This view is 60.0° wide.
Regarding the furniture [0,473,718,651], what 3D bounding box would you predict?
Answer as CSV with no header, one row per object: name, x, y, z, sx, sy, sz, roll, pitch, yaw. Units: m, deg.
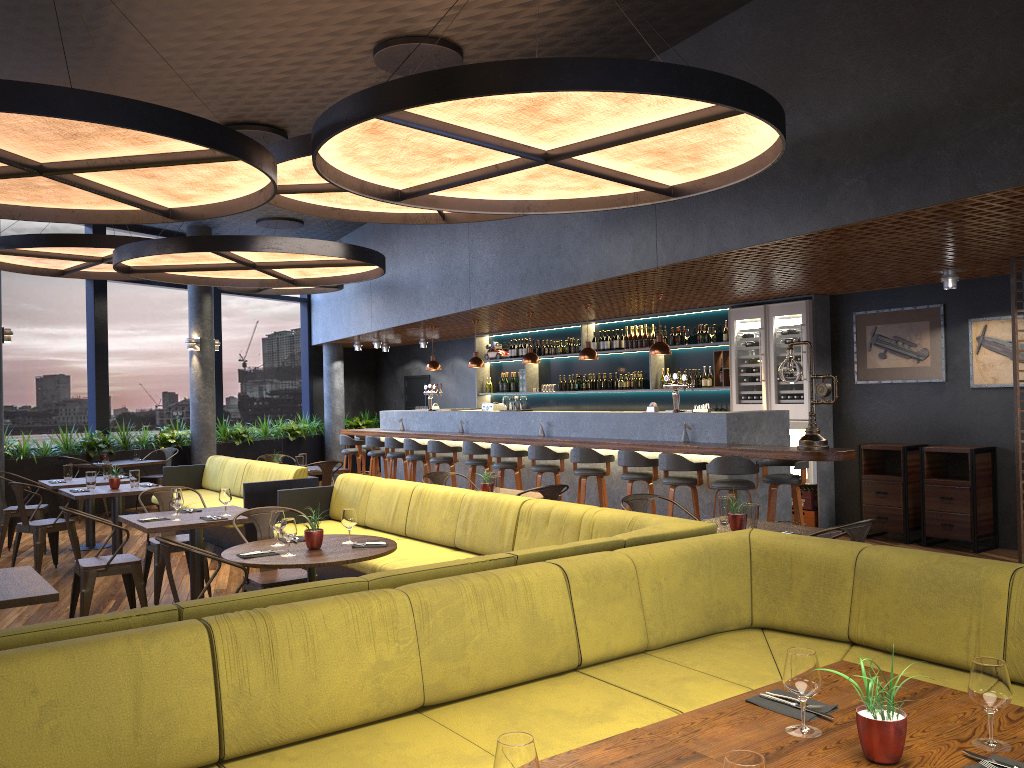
furniture,-0.965,1.255,4.291,4.895,0.914,7.462,-1,-1,-41

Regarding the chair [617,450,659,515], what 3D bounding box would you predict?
chair,1.325,1.185,9.039,0.483,1.048,0.438,-2,-1,25

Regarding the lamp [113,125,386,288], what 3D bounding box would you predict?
lamp,-2.773,-1.934,9.514,2.778,1.475,2.778,-2,-1,19

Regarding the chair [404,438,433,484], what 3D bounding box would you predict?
chair,-1.299,1.281,12.506,0.438,1.048,0.483,-1,-1,-7

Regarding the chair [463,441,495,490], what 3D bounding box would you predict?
chair,-0.389,1.249,11.380,0.483,1.048,0.438,-2,-1,25

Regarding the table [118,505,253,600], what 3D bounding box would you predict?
table,-2.427,1.391,6.795,0.906,0.763,0.887,-1,-1,-36

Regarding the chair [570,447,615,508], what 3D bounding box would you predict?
chair,0.864,1.202,9.664,0.438,1.048,0.483,-1,-1,-22

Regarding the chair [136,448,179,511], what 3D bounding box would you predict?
chair,-5.393,1.451,13.563,0.504,0.917,0.541,-2,-1,19

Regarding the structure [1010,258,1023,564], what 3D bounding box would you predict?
structure,4.949,0.263,7.620,1.319,2.700,0.050,-1,-1,-6

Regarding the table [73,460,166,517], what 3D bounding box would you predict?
table,-5.743,1.532,12.993,0.887,0.763,0.906,-2,-1,28

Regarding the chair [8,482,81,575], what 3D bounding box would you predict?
chair,-4.516,1.377,8.529,0.504,0.917,0.541,-2,-1,31

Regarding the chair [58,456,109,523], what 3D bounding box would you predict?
chair,-6.020,1.452,12.391,0.504,0.917,0.541,-2,-1,29

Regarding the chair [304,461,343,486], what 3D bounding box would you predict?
chair,-2.252,1.346,10.395,0.504,0.917,0.541,-1,-1,-36

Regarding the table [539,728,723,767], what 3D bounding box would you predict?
table,0.234,1.276,1.691,0.906,0.763,0.887,-1,-1,-36

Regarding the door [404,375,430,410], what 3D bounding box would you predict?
door,-1.899,0.851,18.069,0.137,2.056,1.012,-1,-1,-36

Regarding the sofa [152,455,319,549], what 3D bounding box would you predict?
sofa,-3.335,1.373,10.368,0.966,0.914,3.061,-1,-1,-36

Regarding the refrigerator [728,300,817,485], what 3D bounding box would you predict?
refrigerator,3.199,0.102,10.670,0.454,2.109,1.159,-1,-1,-36

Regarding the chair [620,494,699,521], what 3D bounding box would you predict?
chair,1.029,1.224,6.005,0.504,0.917,0.541,-1,-1,-36

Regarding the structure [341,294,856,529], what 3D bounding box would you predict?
structure,0.962,0.398,11.810,2.700,2.700,9.298,-1,-1,-36

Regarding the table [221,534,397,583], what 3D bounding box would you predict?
table,-1.176,1.345,5.224,1.007,0.760,1.007,-1,-1,1

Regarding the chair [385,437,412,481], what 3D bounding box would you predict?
chair,-1.639,1.295,13.104,0.483,1.048,0.438,-2,-1,25

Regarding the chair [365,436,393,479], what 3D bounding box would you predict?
chair,-1.999,1.309,13.579,0.483,1.048,0.438,-2,-1,25

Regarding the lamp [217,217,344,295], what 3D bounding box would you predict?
lamp,-3.739,-2.098,14.339,1.979,1.093,1.979,-1,-1,18

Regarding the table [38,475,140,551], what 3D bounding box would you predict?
table,-4.825,1.480,10.119,0.906,0.763,0.887,-1,-1,-36

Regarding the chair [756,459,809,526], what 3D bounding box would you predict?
chair,2.569,1.150,8.400,0.483,1.048,0.438,-2,-1,25

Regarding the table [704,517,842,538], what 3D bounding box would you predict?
table,1.392,1.290,5.496,0.887,0.763,0.906,-1,-1,-36

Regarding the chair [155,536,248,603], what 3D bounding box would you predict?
chair,-1.659,1.274,4.871,0.541,0.917,0.504,-1,-1,-36

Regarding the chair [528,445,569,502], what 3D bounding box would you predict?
chair,0.432,1.218,10.223,0.483,1.048,0.438,-1,-1,14

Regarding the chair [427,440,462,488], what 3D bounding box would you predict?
chair,-0.905,1.266,11.894,0.438,1.048,0.483,-1,-1,-16

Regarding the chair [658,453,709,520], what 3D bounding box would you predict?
chair,1.636,1.172,8.497,0.438,1.048,0.483,-1,-1,-7

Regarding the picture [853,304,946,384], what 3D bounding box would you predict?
picture,4.182,-0.417,9.623,0.028,0.809,1.039,-1,-1,-36

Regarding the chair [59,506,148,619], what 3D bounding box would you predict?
chair,-2.949,1.319,6.385,0.541,0.917,0.504,-1,-1,-36

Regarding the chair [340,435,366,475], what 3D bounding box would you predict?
chair,-2.519,1.327,14.220,0.483,1.048,0.438,-2,-1,25

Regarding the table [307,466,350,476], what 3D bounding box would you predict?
table,-2.594,1.438,10.934,0.906,0.763,0.887,-1,-1,-36

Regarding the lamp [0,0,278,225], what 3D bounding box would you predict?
lamp,-2.882,-1.975,5.410,2.778,1.475,2.778,-1,-1,13

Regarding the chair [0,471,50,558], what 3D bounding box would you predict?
chair,-5.413,1.411,9.804,0.541,0.917,0.504,-1,-1,-17

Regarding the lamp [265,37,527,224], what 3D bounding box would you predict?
lamp,-0.770,-2.179,7.417,2.778,1.159,2.778,-1,-1,14

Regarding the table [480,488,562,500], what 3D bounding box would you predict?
table,-0.194,1.349,7.680,0.887,0.763,0.906,-1,-1,-36

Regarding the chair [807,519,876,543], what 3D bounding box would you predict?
chair,1.761,1.197,4.997,0.504,0.917,0.541,-1,-1,-36

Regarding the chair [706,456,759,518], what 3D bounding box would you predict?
chair,1.991,1.159,8.027,0.438,1.048,0.483,-1,-1,-44

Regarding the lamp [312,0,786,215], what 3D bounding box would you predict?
lamp,0.194,-2.045,5.392,2.778,1.475,2.778,-1,-1,-32

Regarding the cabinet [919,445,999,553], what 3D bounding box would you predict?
cabinet,4.466,1.134,8.887,0.473,1.007,0.553,-1,-1,-36

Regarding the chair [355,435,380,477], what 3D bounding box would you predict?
chair,-2.445,1.336,15.204,0.483,1.048,0.438,-1,-1,-7

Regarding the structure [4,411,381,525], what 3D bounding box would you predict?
structure,-6.649,1.223,12.609,0.808,1.413,17.112,-2,-1,29

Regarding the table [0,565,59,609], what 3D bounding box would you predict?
table,-2.727,1.370,4.233,0.887,0.763,0.906,-1,-1,-36

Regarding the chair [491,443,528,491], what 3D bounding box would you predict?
chair,-0.032,1.234,10.795,0.438,1.048,0.483,-1,-1,-7

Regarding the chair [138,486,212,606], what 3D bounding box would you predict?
chair,-2.803,1.326,7.355,0.504,0.917,0.541,-1,-1,-36

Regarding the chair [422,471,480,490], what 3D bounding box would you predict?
chair,-0.543,1.283,8.197,0.504,0.917,0.541,-1,-1,-36

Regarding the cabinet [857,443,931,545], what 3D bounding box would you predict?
cabinet,4.058,1.149,9.450,0.473,1.007,0.553,-1,-1,-36

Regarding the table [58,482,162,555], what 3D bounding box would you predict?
table,-4.062,1.452,9.072,0.887,0.763,0.906,-1,-1,-36

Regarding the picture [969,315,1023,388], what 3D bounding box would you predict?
picture,4.946,-0.322,8.572,0.028,0.697,1.039,-1,-1,-36

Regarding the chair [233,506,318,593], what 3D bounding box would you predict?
chair,-1.515,1.280,5.742,0.504,0.917,0.541,-1,-1,-36

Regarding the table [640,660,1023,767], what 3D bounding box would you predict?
table,0.968,1.265,2.223,0.906,0.763,0.887,-1,-1,-36

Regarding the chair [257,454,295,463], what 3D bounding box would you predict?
chair,-2.994,1.373,11.418,0.504,0.917,0.541,-1,-1,-36

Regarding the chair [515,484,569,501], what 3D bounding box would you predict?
chair,0.188,1.256,7.189,0.504,0.917,0.541,-1,-1,-36
